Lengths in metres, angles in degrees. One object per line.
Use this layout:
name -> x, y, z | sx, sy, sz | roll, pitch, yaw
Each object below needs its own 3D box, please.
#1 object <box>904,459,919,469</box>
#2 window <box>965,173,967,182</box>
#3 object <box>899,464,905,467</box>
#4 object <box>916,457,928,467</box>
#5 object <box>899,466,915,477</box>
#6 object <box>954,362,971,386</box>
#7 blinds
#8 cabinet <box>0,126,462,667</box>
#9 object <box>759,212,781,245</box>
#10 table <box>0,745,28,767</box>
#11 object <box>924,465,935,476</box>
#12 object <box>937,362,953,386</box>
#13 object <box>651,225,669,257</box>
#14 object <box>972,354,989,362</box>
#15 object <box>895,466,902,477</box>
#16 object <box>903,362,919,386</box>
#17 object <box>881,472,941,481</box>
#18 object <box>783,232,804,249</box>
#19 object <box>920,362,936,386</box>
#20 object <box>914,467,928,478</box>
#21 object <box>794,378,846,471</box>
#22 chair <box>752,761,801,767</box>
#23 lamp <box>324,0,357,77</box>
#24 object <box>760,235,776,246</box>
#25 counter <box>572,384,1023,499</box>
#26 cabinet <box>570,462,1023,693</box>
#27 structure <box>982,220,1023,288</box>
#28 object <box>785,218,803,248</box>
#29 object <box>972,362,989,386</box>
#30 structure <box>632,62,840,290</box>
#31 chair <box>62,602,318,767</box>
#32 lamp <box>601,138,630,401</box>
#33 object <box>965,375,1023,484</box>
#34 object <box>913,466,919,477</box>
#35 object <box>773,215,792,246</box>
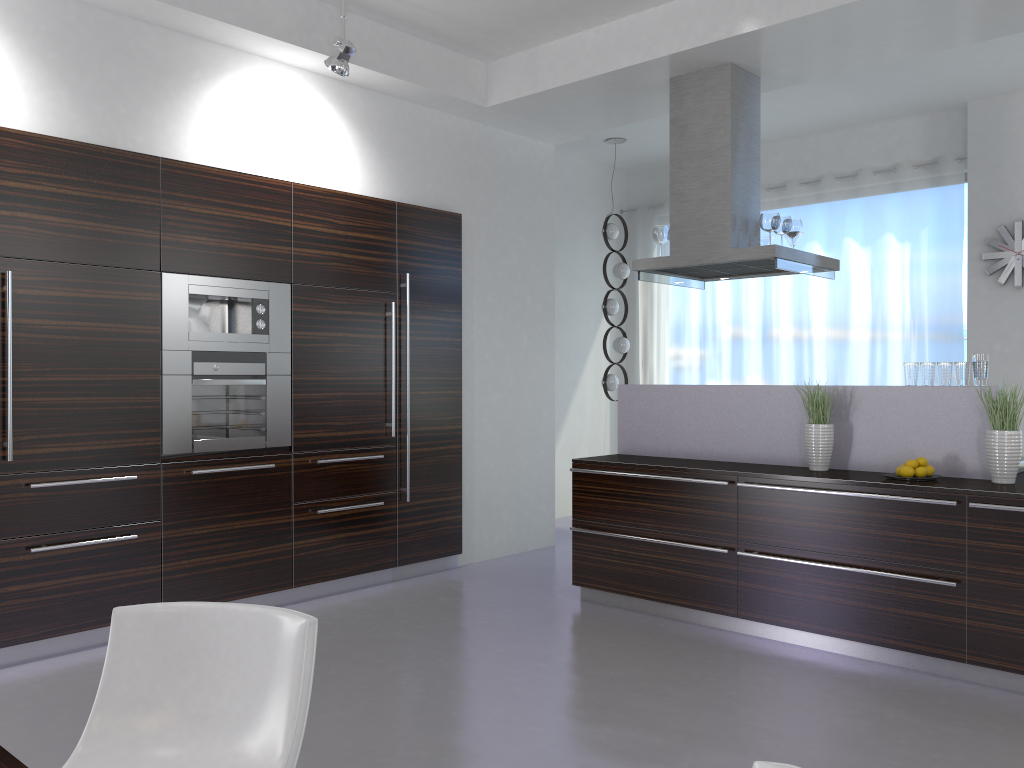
object -> 1.923, 0.387, 4.268 | 0.053, 0.047, 0.061 | 0, 1, -45
window -> 2.659, -0.466, 8.179 | 3.000, 2.500, 0.100 | 0, 1, 42
object -> 1.923, 0.420, 4.343 | 0.052, 0.054, 0.061 | 0, 0, -1
object -> 1.975, 0.376, 4.277 | 0.053, 0.048, 0.063 | 0, 0, 8
object -> 1.887, 0.420, 4.238 | 0.070, 0.058, 0.060 | 0, 1, 41
object -> 2.215, -0.049, 4.361 | 0.071, 0.119, 0.072 | 0, 0, -8
blinds -> 2.388, -0.278, 8.125 | 3.245, 3.112, 0.120 | 0, 1, 42
cabinet -> -1.775, 0.059, 5.121 | 0.669, 2.500, 3.600 | 0, 1, 42
object -> 1.533, -0.905, 5.271 | 0.125, 0.221, 0.125 | 0, 0, -23
table -> -0.911, 0.947, 0.716 | 2.046, 0.783, 1.127 | 0, 1, 42
object -> 2.001, 0.417, 4.266 | 0.063, 0.053, 0.051 | 0, 0, -7
object -> 2.155, -0.049, 4.416 | 0.071, 0.119, 0.072 | 0, 0, -8
object -> 0.962, -0.908, 5.736 | 0.125, 0.221, 0.125 | 0, 0, -23
object -> 2.275, -0.087, 4.307 | 0.071, 0.119, 0.072 | 0, 0, -8
object -> 1.891, 0.424, 4.297 | 0.053, 0.051, 0.063 | 0, 1, -44
object -> 2.036, -0.050, 4.525 | 0.072, 0.119, 0.071 | 0, 0, 2
object -> 1.924, 0.448, 4.275 | 0.232, 0.020, 0.232 | 0, 1, -39
object -> 1.813, -0.885, 5.727 | 0.137, 0.174, 0.137 | 0, 0, 7
object -> 2.096, -0.049, 4.470 | 0.071, 0.119, 0.072 | 0, 0, -8
object -> 1.952, 0.421, 4.236 | 0.061, 0.054, 0.052 | 0, 0, 19
object -> 1.596, 0.204, 4.659 | 0.269, 0.502, 0.247 | 0, 1, 43
chair -> 0.214, 0.933, 0.976 | 0.620, 0.805, 0.508 | 0, 0, -13
lamp -> -0.884, -1.933, 4.643 | 0.171, 0.511, 0.605 | 0, 0, -16
object -> 1.673, -0.886, 5.855 | 0.137, 0.174, 0.137 | 0, 0, 7
counter -> 2.014, 0.658, 4.722 | 3.291, 1.300, 1.302 | 0, 1, 42
cabinet -> 2.006, 0.882, 4.717 | 3.285, 0.852, 1.377 | 0, 1, 42
structure -> 3.810, -0.978, 6.666 | 0.505, 0.505, 0.076 | 0, 1, 42
object -> 1.738, -0.907, 5.497 | 0.125, 0.221, 0.125 | 0, 0, -23
object -> 2.275, -0.049, 4.307 | 0.071, 0.119, 0.072 | 0, 0, -8
structure -> 1.440, -1.283, 5.697 | 0.981, 1.231, 0.915 | 0, 1, 42
chair -> -0.740, 0.928, 1.860 | 0.508, 0.805, 0.620 | 0, 0, 12
lamp -> 0.943, -1.028, 8.068 | 0.180, 2.370, 0.367 | 0, 0, 36
object -> 2.269, 0.207, 4.077 | 0.269, 0.502, 0.247 | 0, 0, -5
object -> 1.956, 0.421, 4.294 | 0.057, 0.060, 0.071 | 0, 1, 44
object -> 1.638, -0.906, 5.388 | 0.125, 0.221, 0.125 | 0, 0, -23
